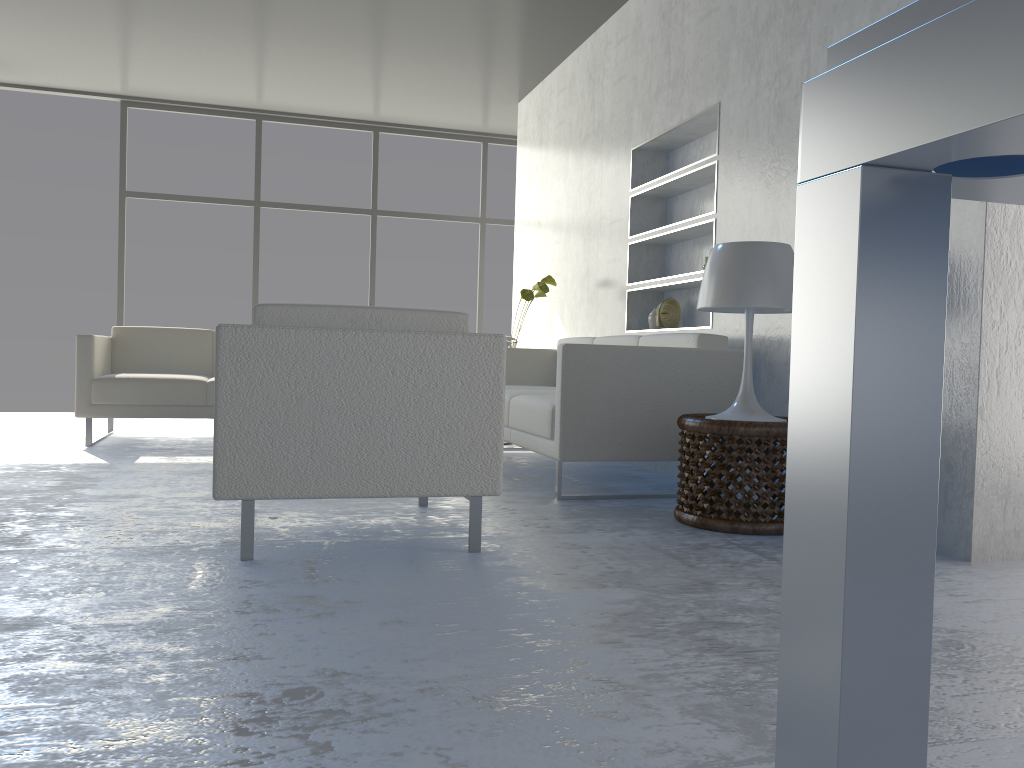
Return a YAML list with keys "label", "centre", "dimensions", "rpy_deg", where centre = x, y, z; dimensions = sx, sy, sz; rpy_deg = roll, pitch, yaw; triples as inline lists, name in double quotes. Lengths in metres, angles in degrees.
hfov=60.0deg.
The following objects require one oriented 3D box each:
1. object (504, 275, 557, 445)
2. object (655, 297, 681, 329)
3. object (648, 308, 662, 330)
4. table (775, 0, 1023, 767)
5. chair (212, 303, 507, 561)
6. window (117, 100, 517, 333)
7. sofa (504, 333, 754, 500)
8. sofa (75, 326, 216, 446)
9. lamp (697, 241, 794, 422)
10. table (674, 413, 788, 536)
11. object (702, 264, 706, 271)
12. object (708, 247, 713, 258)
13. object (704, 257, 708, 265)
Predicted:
- label: "object"
  centre: [0.043, -0.145, 5.335]
  dimensions: [0.387, 1.051, 0.400]
  rpy_deg: [2, 2, 11]
- label: "object"
  centre: [0.781, -0.357, 4.542]
  dimensions: [0.088, 0.179, 0.163]
  rpy_deg: [1, 2, -26]
- label: "object"
  centre: [0.763, -0.336, 4.694]
  dimensions: [0.086, 0.128, 0.086]
  rpy_deg: [2, 2, -6]
- label: "table"
  centre: [1.456, 0.115, 0.652]
  dimensions: [2.095, 0.835, 1.180]
  rpy_deg: [1, 2, -16]
- label: "chair"
  centre: [-0.493, 0.106, 2.686]
  dimensions: [0.748, 0.662, 0.821]
  rpy_deg: [1, 2, -16]
- label: "window"
  centre: [-1.169, -0.961, 7.614]
  dimensions: [4.080, 2.477, 0.037]
  rpy_deg: [1, 2, -16]
- label: "sofa"
  centre: [0.294, 0.086, 4.296]
  dimensions: [0.821, 0.658, 1.881]
  rpy_deg: [1, 2, -16]
- label: "sofa"
  centre: [-1.502, 0.005, 5.294]
  dimensions: [1.881, 0.658, 0.821]
  rpy_deg: [1, 2, -16]
- label: "lamp"
  centre: [0.792, -0.169, 2.965]
  dimensions: [0.347, 0.582, 0.347]
  rpy_deg: [3, 2, 42]
- label: "table"
  centre: [0.778, 0.292, 2.976]
  dimensions: [0.452, 0.358, 0.452]
  rpy_deg: [0, 2, -41]
- label: "object"
  centre: [0.896, -0.525, 4.035]
  dimensions: [0.064, 0.050, 0.064]
  rpy_deg: [1, 2, -11]
- label: "object"
  centre: [0.938, -0.566, 4.094]
  dimensions: [0.079, 0.130, 0.079]
  rpy_deg: [1, 2, -18]
- label: "object"
  centre: [0.919, -0.551, 4.177]
  dimensions: [0.074, 0.094, 0.074]
  rpy_deg: [3, 2, 38]
